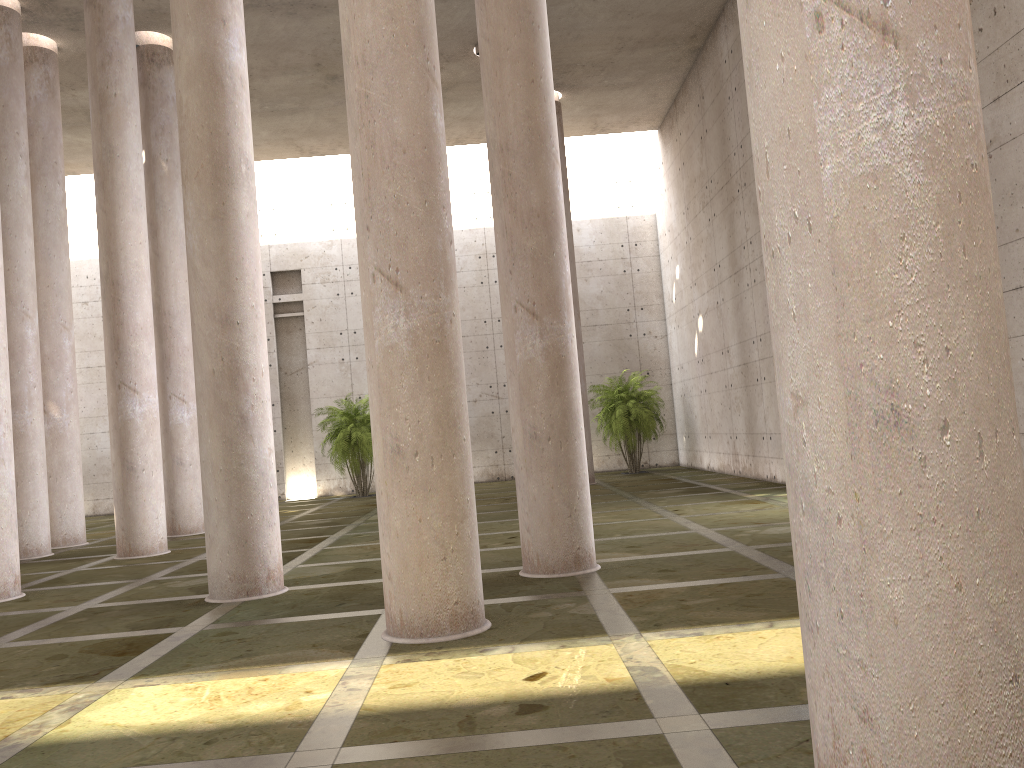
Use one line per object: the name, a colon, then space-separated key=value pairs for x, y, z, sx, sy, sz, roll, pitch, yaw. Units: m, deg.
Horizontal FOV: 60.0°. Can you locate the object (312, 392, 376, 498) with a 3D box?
object: x=-4.557 y=1.876 z=26.648 sx=2.333 sy=3.247 sz=2.483 roll=-7 pitch=-4 yaw=37

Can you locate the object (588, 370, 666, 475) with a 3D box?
object: x=3.580 y=1.192 z=26.840 sx=2.333 sy=3.247 sz=2.483 roll=-7 pitch=-4 yaw=37
